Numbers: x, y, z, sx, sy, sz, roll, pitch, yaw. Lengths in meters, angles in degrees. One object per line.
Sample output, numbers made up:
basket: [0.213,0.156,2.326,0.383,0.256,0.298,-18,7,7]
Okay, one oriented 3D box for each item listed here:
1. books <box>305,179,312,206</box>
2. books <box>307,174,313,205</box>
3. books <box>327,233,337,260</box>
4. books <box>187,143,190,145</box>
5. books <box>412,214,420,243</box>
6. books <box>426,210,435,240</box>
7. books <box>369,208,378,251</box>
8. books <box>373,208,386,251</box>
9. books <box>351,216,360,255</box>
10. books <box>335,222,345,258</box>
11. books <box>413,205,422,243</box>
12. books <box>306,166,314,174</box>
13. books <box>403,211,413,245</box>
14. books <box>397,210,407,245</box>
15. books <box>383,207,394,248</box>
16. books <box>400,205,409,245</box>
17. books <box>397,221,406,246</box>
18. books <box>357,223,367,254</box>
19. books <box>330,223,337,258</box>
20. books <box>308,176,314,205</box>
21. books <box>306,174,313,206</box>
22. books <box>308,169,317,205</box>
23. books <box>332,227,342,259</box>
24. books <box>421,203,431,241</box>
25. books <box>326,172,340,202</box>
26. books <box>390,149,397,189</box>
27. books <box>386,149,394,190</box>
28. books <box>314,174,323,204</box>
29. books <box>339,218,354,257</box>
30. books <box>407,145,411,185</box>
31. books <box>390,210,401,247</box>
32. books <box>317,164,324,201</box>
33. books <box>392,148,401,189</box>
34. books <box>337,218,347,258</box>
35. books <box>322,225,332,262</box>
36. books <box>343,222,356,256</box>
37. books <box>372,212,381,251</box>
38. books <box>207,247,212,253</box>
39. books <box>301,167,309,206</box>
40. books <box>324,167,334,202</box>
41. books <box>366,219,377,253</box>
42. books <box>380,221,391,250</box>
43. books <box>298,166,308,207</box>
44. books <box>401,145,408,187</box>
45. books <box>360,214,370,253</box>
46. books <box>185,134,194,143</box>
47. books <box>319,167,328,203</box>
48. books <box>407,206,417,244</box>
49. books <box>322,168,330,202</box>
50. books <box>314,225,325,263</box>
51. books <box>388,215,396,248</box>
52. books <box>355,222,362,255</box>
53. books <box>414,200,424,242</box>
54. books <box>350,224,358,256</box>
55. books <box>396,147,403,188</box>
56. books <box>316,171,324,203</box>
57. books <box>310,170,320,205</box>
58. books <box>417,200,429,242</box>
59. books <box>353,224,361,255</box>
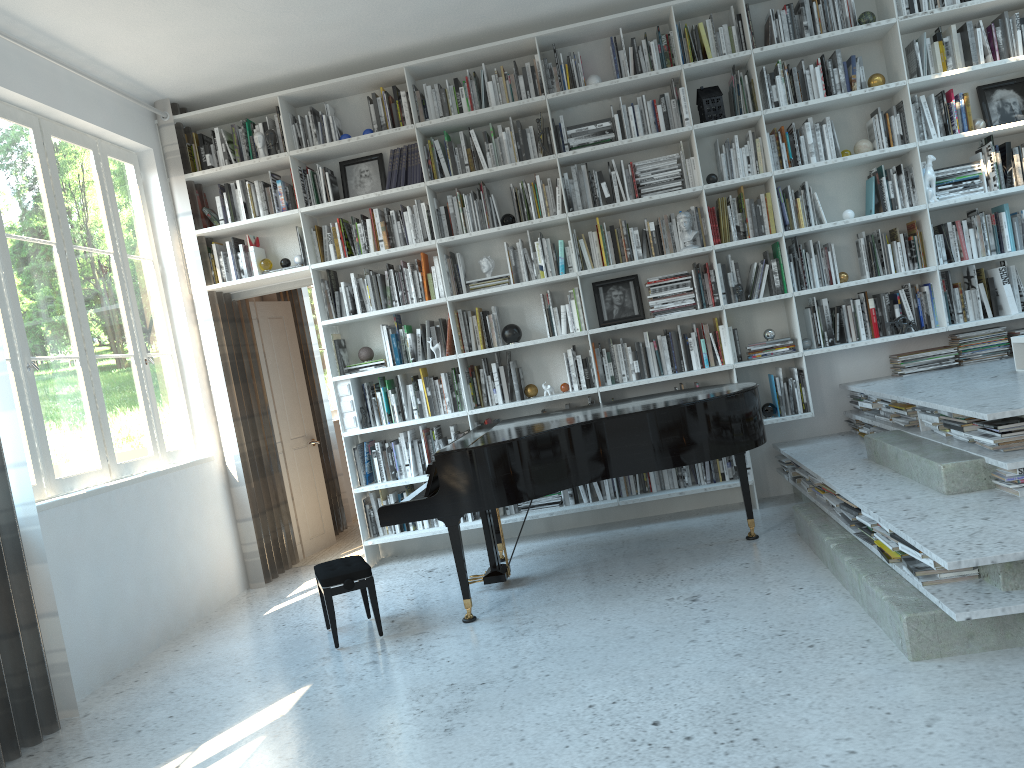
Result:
books: [-1.326,-1.242,5.889,0.015,0.207,0.172,-10,2,7]
books: [-1.302,-1.259,5.871,0.009,0.228,0.184,-10,2,7]
books: [-1.169,-0.893,5.874,0.026,0.195,0.175,-10,2,7]
books: [-2.135,-1.490,5.980,0.011,0.241,0.150,-10,2,7]
books: [-0.612,-0.999,5.818,0.013,0.206,0.172,-10,2,7]
books: [-0.499,-1.016,5.768,0.039,0.202,0.235,-10,2,7]
books: [-0.890,-0.999,5.856,0.014,0.304,0.151,-10,2,7]
books: [-0.847,-0.996,5.827,0.030,0.286,0.185,-10,2,7]
books: [-1.015,-0.963,5.873,0.012,0.277,0.150,-10,2,7]
books: [-1.114,-0.932,5.875,0.014,0.253,0.187,-10,2,7]
books: [-0.598,-1.032,5.824,0.024,0.266,0.155,-10,2,7]
books: [-1.313,-1.288,5.887,0.006,0.289,0.144,-10,2,7]
books: [-0.659,-1.002,5.811,0.030,0.231,0.172,-10,2,7]
books: [-0.702,-1.011,5.839,0.035,0.261,0.131,-10,2,7]
books: [-0.789,-1.008,5.842,0.025,0.286,0.161,-10,2,7]
books: [-0.683,-1.024,5.817,0.012,0.281,0.188,-10,2,7]
books: [-0.717,-0.970,5.838,0.022,0.186,0.136,-10,2,7]
books: [-0.965,-0.941,5.856,0.031,0.217,0.173,-10,2,7]
books: [-1.156,-0.930,5.887,0.010,0.263,0.150,-10,2,7]
books: [-1.296,-1.252,5.861,0.004,0.214,0.186,-10,2,7]
books: [-1.319,-1.261,5.887,0.005,0.238,0.154,-10,2,7]
books: [-1.292,-1.277,5.872,0.009,0.260,0.183,-10,2,7]
books: [-1.134,-0.917,5.880,0.030,0.230,0.172,-10,2,7]
books: [-0.538,-1.041,5.796,0.035,0.264,0.177,-10,2,7]
books: [-1.174,-1.274,5.851,0.012,0.214,0.185,-10,2,7]
books: [-0.759,-1.380,5.824,0.110,0.280,0.174,-10,2,7]
books: [-0.782,-1.376,5.818,0.110,0.280,0.174,-10,2,7]
books: [-1.251,-1.263,5.861,0.018,0.219,0.186,-10,2,7]
books: [-1.086,-0.950,5.864,0.011,0.277,0.164,-10,2,7]
books: [-0.654,-1.404,5.810,0.078,0.286,0.174,-10,2,7]
books: [-0.748,-1.002,5.841,0.029,0.261,0.157,-10,2,7]
books: [-1.232,-1.298,5.866,0.005,0.281,0.190,-10,2,7]
books: [-0.739,-1.383,5.803,0.110,0.280,0.174,-10,2,7]
books: [-1.100,-0.949,5.877,0.020,0.281,0.164,-10,2,7]
books: [-1.215,-0.917,5.902,0.062,0.258,0.152,-10,2,7]
books: [-1.053,-0.942,5.878,0.047,0.250,0.134,-10,2,7]
books: [-0.871,-0.985,5.835,0.023,0.271,0.187,-10,2,7]
books: [-2.006,-0.782,5.979,0.011,0.272,0.188,-10,2,7]
books: [-1.344,-1.280,5.885,0.006,0.287,0.148,-10,2,7]
books: [-1.189,-1.292,5.859,0.012,0.255,0.166,-10,2,7]
books: [-0.914,-0.961,5.858,0.047,0.238,0.162,-10,2,7]
books: [-0.811,-0.957,5.821,0.029,0.195,0.192,-10,2,7]
books: [-1.360,-1.281,5.876,0.005,0.293,0.184,-10,2,7]
books: [-0.688,-1.395,5.794,0.097,0.283,0.174,-10,2,7]
books: [-0.947,-0.972,5.857,0.014,0.273,0.180,-10,2,7]
books: [-2.154,-1.519,5.968,0.012,0.307,0.180,-10,2,7]
books: [-1.218,-1.289,5.855,0.023,0.258,0.183,-10,2,7]
books: [-0.636,-1.023,5.807,0.022,0.263,0.174,-10,2,7]
books: [-1.200,-1.288,5.862,0.011,0.250,0.168,-10,2,7]
books: [-1.254,-0.912,5.891,0.012,0.263,0.180,-10,2,7]
books: [-0.767,-0.984,5.830,0.013,0.232,0.171,-10,2,7]
books: [-0.986,-0.943,5.865,0.011,0.229,0.170,-10,2,7]
books: [-0.586,-1.046,5.792,0.012,0.291,0.182,-10,2,7]
books: [-1.022,-0.938,5.879,0.012,0.230,0.149,-10,2,7]
books: [-0.715,-1.388,5.818,0.110,0.280,0.174,-10,2,7]
books: [-1.240,-1.278,5.870,0.019,0.244,0.153,-10,2,7]
books: [-1.276,-1.272,5.858,0.004,0.246,0.188,-10,2,7]
books: [-0.567,-1.049,5.802,0.022,0.289,0.169,-10,2,7]
books: [-0.998,-0.935,5.860,0.014,0.218,0.164,-10,2,7]
